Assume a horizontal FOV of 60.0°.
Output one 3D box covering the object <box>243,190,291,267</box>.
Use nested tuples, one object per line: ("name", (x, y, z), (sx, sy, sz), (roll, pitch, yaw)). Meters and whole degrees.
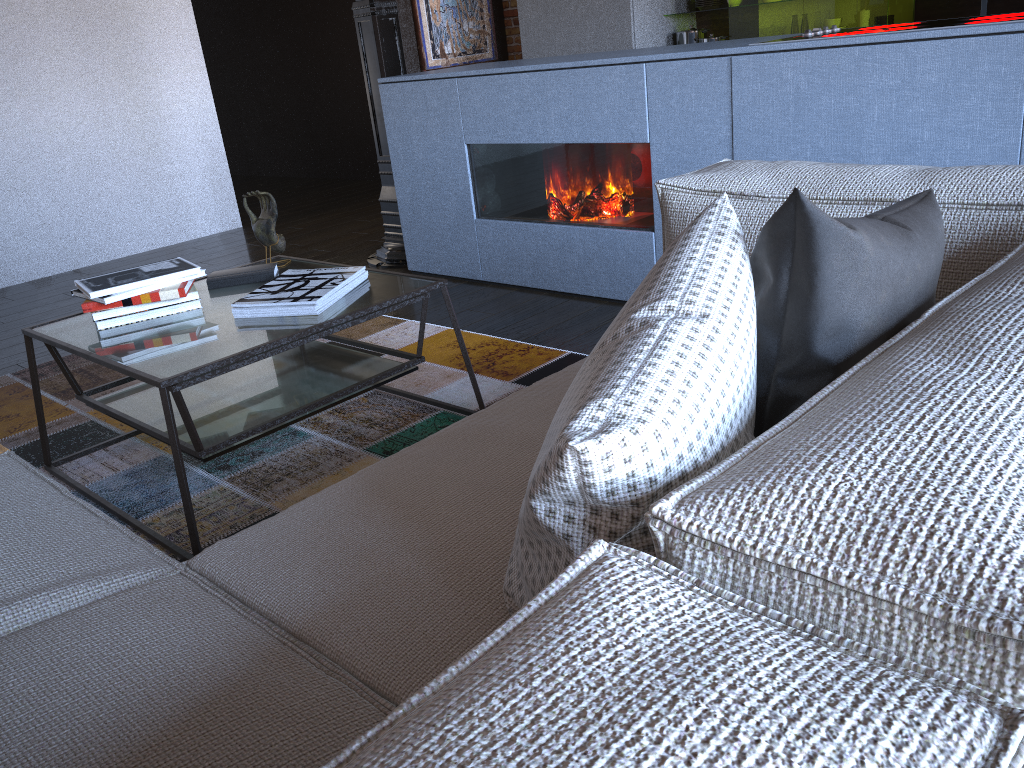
("object", (-0.707, -0.448, 2.540), (0.099, 0.223, 0.093), (-9, 22, -4))

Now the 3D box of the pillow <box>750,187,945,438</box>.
("pillow", (0.372, -0.069, 1.085), (0.238, 0.418, 0.537), (8, 26, 33))

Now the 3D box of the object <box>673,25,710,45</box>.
("object", (1.142, -2.186, 5.631), (0.193, 0.178, 0.208), (-8, 22, -2))

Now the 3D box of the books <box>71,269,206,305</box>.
("books", (-0.936, -0.255, 2.229), (0.196, 0.014, 0.267), (13, 29, 41))

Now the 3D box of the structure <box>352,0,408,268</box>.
("structure", (-2.252, -0.221, 0.591), (0.481, 2.399, 8.496), (4, 24, 25))

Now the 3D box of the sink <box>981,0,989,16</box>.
("sink", (2.619, -1.730, 4.127), (0.826, 0.287, 0.381), (14, 30, 42))

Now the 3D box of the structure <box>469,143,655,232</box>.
("structure", (0.278, -0.763, 3.385), (0.943, 0.395, 0.331), (14, 30, 42))

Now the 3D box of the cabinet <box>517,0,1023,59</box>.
("cabinet", (1.807, -2.099, 4.886), (4.171, 1.812, 0.712), (14, 30, 42))

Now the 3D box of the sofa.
("sofa", (-0.763, 0.109, 1.682), (3.298, 0.699, 2.532), (14, 29, 42))

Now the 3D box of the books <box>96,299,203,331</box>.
("books", (-0.931, -0.198, 2.254), (0.247, 0.024, 0.208), (-16, 23, -23))

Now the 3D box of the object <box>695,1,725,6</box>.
("object", (1.237, -2.367, 5.544), (0.180, 0.027, 0.180), (-2, 22, 13))

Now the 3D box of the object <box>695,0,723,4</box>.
("object", (1.236, -2.377, 5.540), (0.180, 0.027, 0.180), (-2, 22, 13))

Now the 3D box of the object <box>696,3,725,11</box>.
("object", (1.238, -2.357, 5.548), (0.180, 0.027, 0.180), (-2, 22, 13))

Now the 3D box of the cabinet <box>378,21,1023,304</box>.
("cabinet", (0.756, -0.731, 3.079), (2.958, 0.846, 0.606), (14, 30, 42))

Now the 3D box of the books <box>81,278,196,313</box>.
("books", (-0.927, -0.232, 2.217), (0.239, 0.023, 0.190), (-10, 22, -9))

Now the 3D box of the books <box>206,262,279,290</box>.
("books", (-0.742, -0.302, 2.451), (0.182, 0.029, 0.129), (-9, 22, -6))

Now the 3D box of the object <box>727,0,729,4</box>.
("object", (1.364, -2.345, 5.431), (0.100, 0.059, 0.099), (-19, 24, -28))

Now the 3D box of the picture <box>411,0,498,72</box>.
("picture", (-0.472, -3.086, 6.466), (0.067, 1.473, 0.779), (14, 30, 42))

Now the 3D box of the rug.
("rug", (-0.725, 0.035, 2.732), (2.362, 0.013, 1.430), (14, 30, 42))

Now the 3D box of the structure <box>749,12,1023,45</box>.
("structure", (1.147, -1.008, 2.528), (0.763, 0.057, 0.503), (14, 30, 42))

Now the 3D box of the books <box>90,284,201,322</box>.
("books", (-0.935, -0.219, 2.245), (0.251, 0.023, 0.208), (-16, 23, -23))

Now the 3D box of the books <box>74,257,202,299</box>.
("books", (-0.938, -0.269, 2.223), (0.267, 0.014, 0.196), (-20, 25, -30))

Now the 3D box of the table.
("table", (-0.673, -0.019, 2.277), (0.848, 0.389, 0.841), (14, 30, 42))

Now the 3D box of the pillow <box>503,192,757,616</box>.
("pillow", (0.125, 0.053, 0.889), (0.250, 0.403, 0.542), (4, 24, 26))

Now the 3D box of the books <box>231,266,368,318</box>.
("books", (-0.517, -0.231, 2.195), (0.225, 0.038, 0.308), (-1, 22, 15))

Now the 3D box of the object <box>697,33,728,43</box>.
("object", (1.228, -2.088, 5.441), (0.159, 0.117, 0.171), (-8, 22, -2))

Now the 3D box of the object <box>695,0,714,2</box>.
("object", (1.234, -2.387, 5.536), (0.180, 0.027, 0.180), (-2, 22, 13))
